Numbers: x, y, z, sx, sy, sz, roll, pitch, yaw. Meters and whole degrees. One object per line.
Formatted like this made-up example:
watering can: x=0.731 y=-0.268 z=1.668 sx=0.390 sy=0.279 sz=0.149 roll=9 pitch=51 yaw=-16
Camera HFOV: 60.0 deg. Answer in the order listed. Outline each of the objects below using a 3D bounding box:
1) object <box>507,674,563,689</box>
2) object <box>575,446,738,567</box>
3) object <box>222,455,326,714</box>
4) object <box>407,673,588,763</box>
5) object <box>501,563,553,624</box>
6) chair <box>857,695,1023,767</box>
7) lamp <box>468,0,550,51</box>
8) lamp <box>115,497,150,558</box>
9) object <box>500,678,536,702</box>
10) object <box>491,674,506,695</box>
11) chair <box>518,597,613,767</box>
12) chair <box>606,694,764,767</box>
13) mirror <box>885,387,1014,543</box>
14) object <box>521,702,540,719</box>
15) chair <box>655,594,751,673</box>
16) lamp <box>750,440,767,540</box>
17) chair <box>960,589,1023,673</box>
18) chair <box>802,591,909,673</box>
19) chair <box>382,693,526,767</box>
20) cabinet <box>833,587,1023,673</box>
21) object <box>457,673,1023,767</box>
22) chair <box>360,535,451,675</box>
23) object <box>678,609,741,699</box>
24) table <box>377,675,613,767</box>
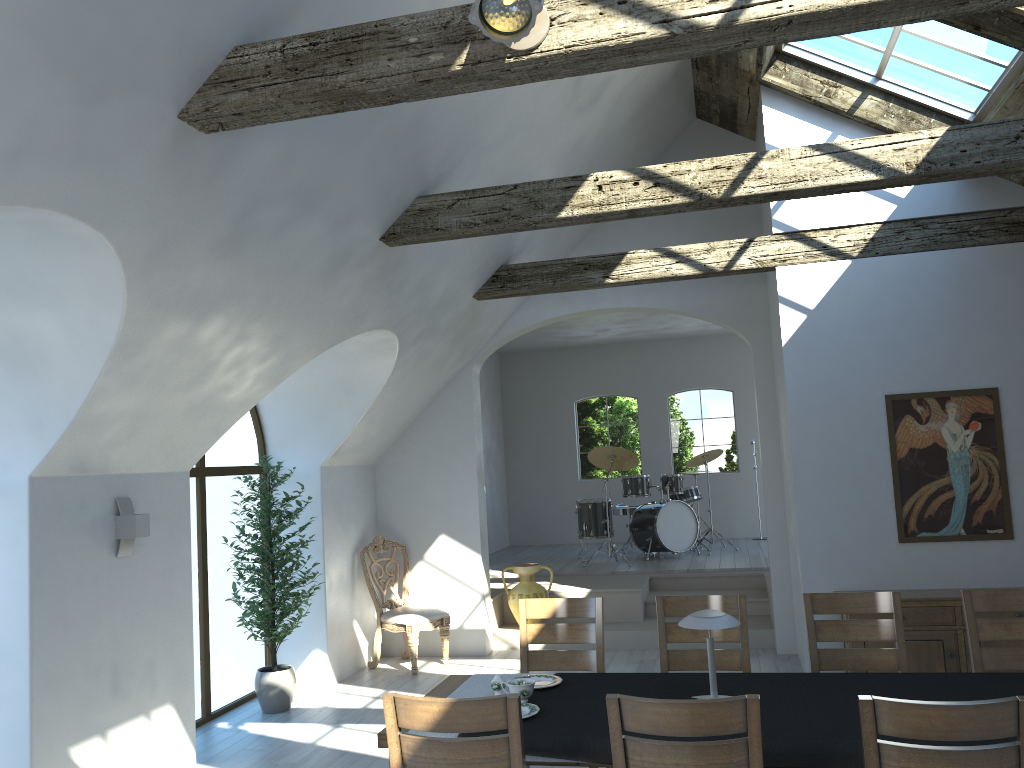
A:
object: x=0.103 y=1.353 z=4.015 sx=0.250 sy=0.017 sz=0.253 roll=-4 pitch=-5 yaw=13
object: x=1.634 y=1.465 z=11.190 sx=2.354 sy=1.383 sz=1.465 roll=0 pitch=-6 yaw=-32
object: x=-1.812 y=1.497 z=6.748 sx=0.718 sy=1.920 sz=0.737 roll=-6 pitch=-6 yaw=32
object: x=1.103 y=1.302 z=3.521 sx=2.872 sy=0.077 sz=1.050 roll=-4 pitch=-5 yaw=13
object: x=0.157 y=2.057 z=8.595 sx=0.402 sy=0.605 sz=0.396 roll=0 pitch=-6 yaw=-30
chair: x=1.333 y=1.422 z=2.760 sx=0.514 sy=1.006 sz=0.605 roll=-4 pitch=-5 yaw=13
lamp: x=-0.002 y=-1.220 z=2.823 sx=0.233 sy=0.311 sz=0.354 roll=-4 pitch=-5 yaw=13
lamp: x=-2.111 y=0.794 z=4.936 sx=0.127 sy=0.325 sz=0.127 roll=-4 pitch=-5 yaw=13
object: x=0.039 y=1.300 z=3.753 sx=0.130 sy=0.081 sz=0.124 roll=0 pitch=-6 yaw=-34
object: x=-0.059 y=1.310 z=3.857 sx=0.064 sy=0.092 sz=0.064 roll=-6 pitch=-6 yaw=32
chair: x=0.232 y=1.643 z=4.529 sx=0.514 sy=1.006 sz=0.605 roll=-4 pitch=-5 yaw=13
chair: x=0.609 y=1.478 z=2.931 sx=0.514 sy=1.006 sz=0.605 roll=-4 pitch=-5 yaw=13
mirror: x=3.048 y=0.571 z=6.199 sx=0.736 sy=1.047 sz=0.009 roll=-4 pitch=-5 yaw=13
object: x=-0.015 y=1.318 z=3.557 sx=0.250 sy=0.017 sz=0.253 roll=-4 pitch=-5 yaw=13
chair: x=0.955 y=1.587 z=4.359 sx=0.514 sy=1.006 sz=0.605 roll=-4 pitch=-5 yaw=13
lamp: x=3.426 y=1.467 z=12.393 sx=0.232 sy=1.383 sz=0.238 roll=-4 pitch=-5 yaw=13
chair: x=2.401 y=1.475 z=4.017 sx=0.514 sy=1.006 sz=0.605 roll=-4 pitch=-5 yaw=13
chair: x=1.678 y=1.531 z=4.188 sx=0.514 sy=1.006 sz=0.605 roll=-4 pitch=-5 yaw=13
chair: x=-0.114 y=1.533 z=3.102 sx=0.514 sy=1.006 sz=0.605 roll=-4 pitch=-5 yaw=13
cabinet: x=2.980 y=1.762 z=5.947 sx=1.481 sy=0.714 sz=0.383 roll=-4 pitch=-5 yaw=13
object: x=1.112 y=1.374 z=3.517 sx=2.456 sy=0.227 sz=1.073 roll=-4 pitch=-5 yaw=14
chair: x=-0.957 y=1.948 z=7.968 sx=0.655 sy=1.159 sz=0.552 roll=-7 pitch=-7 yaw=38
object: x=0.810 y=1.101 z=3.600 sx=0.251 sy=0.362 sz=0.251 roll=-7 pitch=-6 yaw=36
table: x=1.103 y=1.635 z=3.492 sx=3.078 sy=0.737 sz=0.939 roll=-4 pitch=-5 yaw=13
